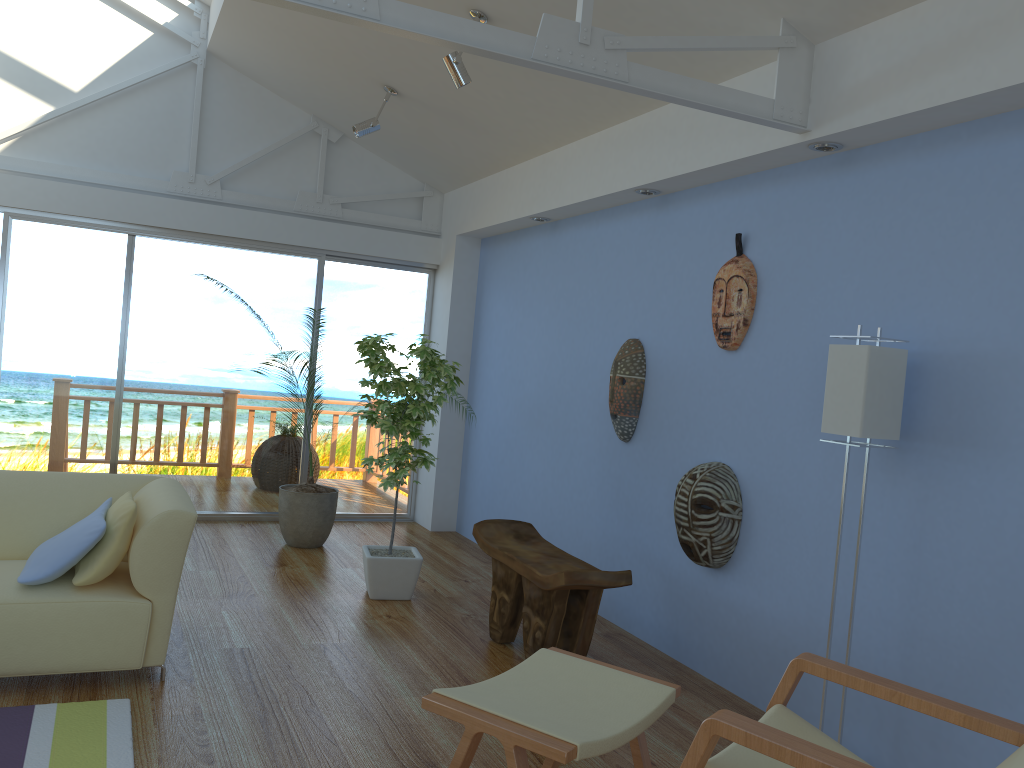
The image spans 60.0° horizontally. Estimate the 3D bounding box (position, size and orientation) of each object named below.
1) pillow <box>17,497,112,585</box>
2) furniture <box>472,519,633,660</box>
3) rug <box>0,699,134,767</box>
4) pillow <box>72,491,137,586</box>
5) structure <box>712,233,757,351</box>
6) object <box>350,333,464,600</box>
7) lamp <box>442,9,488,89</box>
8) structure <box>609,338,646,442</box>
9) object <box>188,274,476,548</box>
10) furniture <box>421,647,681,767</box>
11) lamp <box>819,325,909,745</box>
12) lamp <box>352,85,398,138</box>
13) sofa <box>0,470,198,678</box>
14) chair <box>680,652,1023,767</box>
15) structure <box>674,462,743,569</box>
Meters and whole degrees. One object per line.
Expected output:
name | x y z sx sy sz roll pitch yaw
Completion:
pillow | -1.687 0.591 3.371 0.272 0.244 0.566 5 1 -22
furniture | 0.127 0.961 4.005 0.329 0.507 1.100 5 1 -24
rug | -1.993 1.066 2.010 2.100 0.018 1.400 4 1 -25
pillow | -1.565 0.564 3.412 0.201 0.311 0.559 4 1 -24
structure | 0.953 -0.401 3.855 0.063 0.508 0.264 4 1 -25
object | -0.591 0.429 4.698 0.495 1.409 0.699 5 1 18
lamp | -0.222 -1.544 4.098 0.195 0.351 0.127 5 1 -7
structure | 0.563 0.030 4.568 0.115 0.541 0.254 4 1 -25
object | -1.181 0.211 5.697 1.706 1.695 1.563 4 2 -33
furniture | 0.107 1.034 2.399 0.449 0.427 0.619 6 2 35
lamp | 1.133 0.563 2.988 0.200 1.520 0.200 4 1 -25
lamp | -0.828 -1.637 5.361 0.254 0.327 0.118 5 1 -7
sofa | -2.465 0.644 3.166 2.448 0.597 0.950 4 1 -25
chair | 0.861 0.835 1.872 0.859 0.982 0.632 6 2 35
structure | 0.810 0.569 3.855 0.185 0.466 0.359 4 1 -25
